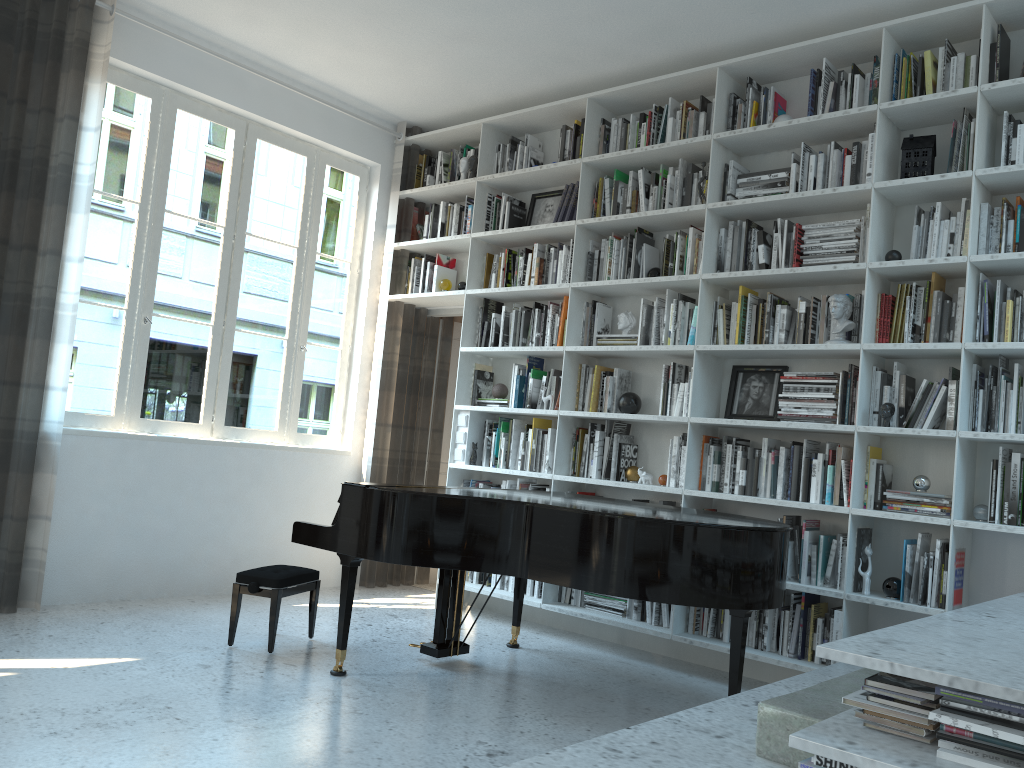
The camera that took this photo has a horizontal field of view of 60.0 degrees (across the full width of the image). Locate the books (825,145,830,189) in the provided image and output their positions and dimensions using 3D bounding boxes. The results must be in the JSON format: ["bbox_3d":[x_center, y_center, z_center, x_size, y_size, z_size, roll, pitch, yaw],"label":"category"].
[{"bbox_3d":[1.587,-1.025,4.367,0.029,0.273,0.140,2,-5,41],"label":"books"}]

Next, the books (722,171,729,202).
[{"bbox_3d":[1.165,-1.003,4.695,0.027,0.201,0.167,2,-5,41],"label":"books"}]

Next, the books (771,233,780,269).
[{"bbox_3d":[1.360,-0.639,4.486,0.024,0.216,0.148,2,-5,41],"label":"books"}]

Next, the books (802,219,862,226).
[{"bbox_3d":[1.583,-0.762,4.318,0.285,0.012,0.159,1,-6,43],"label":"books"}]

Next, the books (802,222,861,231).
[{"bbox_3d":[1.577,-0.751,4.311,0.285,0.012,0.159,2,-5,36],"label":"books"}]

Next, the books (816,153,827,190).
[{"bbox_3d":[1.551,-1.000,4.370,0.028,0.219,0.183,2,-5,41],"label":"books"}]

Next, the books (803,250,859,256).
[{"bbox_3d":[1.569,-0.616,4.308,0.254,0.012,0.161,1,-6,43],"label":"books"}]

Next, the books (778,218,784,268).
[{"bbox_3d":[1.386,-0.675,4.472,0.049,0.291,0.162,2,-5,41],"label":"books"}]

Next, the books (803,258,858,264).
[{"bbox_3d":[1.569,-0.580,4.309,0.254,0.012,0.161,2,-6,41],"label":"books"}]

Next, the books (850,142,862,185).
[{"bbox_3d":[1.672,-1.013,4.254,0.032,0.248,0.173,2,-5,41],"label":"books"}]

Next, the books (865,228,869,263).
[{"bbox_3d":[1.712,-0.620,4.183,0.029,0.198,0.172,2,-5,41],"label":"books"}]

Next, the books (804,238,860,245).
[{"bbox_3d":[1.573,-0.677,4.310,0.254,0.012,0.161,2,-6,38],"label":"books"}]

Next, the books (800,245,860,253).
[{"bbox_3d":[1.573,-0.640,4.311,0.285,0.012,0.159,1,-6,42],"label":"books"}]

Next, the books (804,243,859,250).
[{"bbox_3d":[1.574,-0.652,4.312,0.254,0.012,0.161,1,-6,42],"label":"books"}]

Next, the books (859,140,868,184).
[{"bbox_3d":[1.706,-1.017,4.246,0.029,0.261,0.133,2,-5,41],"label":"books"}]

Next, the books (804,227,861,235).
[{"bbox_3d":[1.579,-0.726,4.315,0.254,0.012,0.161,1,-6,43],"label":"books"}]

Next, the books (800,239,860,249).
[{"bbox_3d":[1.572,-0.665,4.309,0.285,0.012,0.159,1,-6,44],"label":"books"}]

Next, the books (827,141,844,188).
[{"bbox_3d":[1.593,-1.025,4.335,0.023,0.269,0.185,2,-5,41],"label":"books"}]

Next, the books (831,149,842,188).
[{"bbox_3d":[1.603,-1.002,4.311,0.023,0.222,0.191,2,-5,41],"label":"books"}]

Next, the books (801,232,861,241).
[{"bbox_3d":[1.579,-0.700,4.315,0.285,0.012,0.159,2,-6,40],"label":"books"}]

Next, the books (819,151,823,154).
[{"bbox_3d":[1.543,-1.012,4.391,0.012,0.244,0.131,2,-5,41],"label":"books"}]

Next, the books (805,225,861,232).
[{"bbox_3d":[1.583,-0.738,4.319,0.254,0.012,0.161,2,-6,41],"label":"books"}]

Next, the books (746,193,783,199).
[{"bbox_3d":[1.314,-0.940,4.569,0.161,0.012,0.254,10,-6,-44],"label":"books"}]

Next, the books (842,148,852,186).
[{"bbox_3d":[1.636,-1.004,4.290,0.012,0.230,0.158,2,-5,41],"label":"books"}]

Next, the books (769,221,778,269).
[{"bbox_3d":[1.350,-0.673,4.509,0.022,0.285,0.131,2,-5,41],"label":"books"}]

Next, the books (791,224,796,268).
[{"bbox_3d":[1.437,-0.652,4.415,0.015,0.244,0.183,2,-5,41],"label":"books"}]

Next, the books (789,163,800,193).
[{"bbox_3d":[1.446,-0.988,4.452,0.025,0.187,0.193,2,-5,41],"label":"books"}]

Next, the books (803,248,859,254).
[{"bbox_3d":[1.570,-0.629,4.309,0.254,0.012,0.161,2,-6,39],"label":"books"}]

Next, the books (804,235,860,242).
[{"bbox_3d":[1.576,-0.689,4.313,0.254,0.012,0.161,1,-6,43],"label":"books"}]

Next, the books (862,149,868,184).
[{"bbox_3d":[1.716,-0.988,4.215,0.029,0.202,0.191,2,-5,41],"label":"books"}]

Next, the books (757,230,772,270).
[{"bbox_3d":[1.306,-0.651,4.527,0.066,0.236,0.154,2,-5,41],"label":"books"}]

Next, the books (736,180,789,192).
[{"bbox_3d":[1.320,-0.994,4.571,0.159,0.024,0.285,10,-6,-44],"label":"books"}]

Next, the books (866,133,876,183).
[{"bbox_3d":[1.723,-1.011,4.138,0.037,0.237,0.272,2,-5,41],"label":"books"}]

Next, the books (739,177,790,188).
[{"bbox_3d":[1.324,-1.018,4.574,0.254,0.025,0.161,2,-5,37],"label":"books"}]

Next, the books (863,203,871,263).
[{"bbox_3d":[1.703,-0.680,4.202,0.012,0.318,0.140,2,-5,41],"label":"books"}]

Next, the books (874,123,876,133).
[{"bbox_3d":[1.743,-1.052,4.212,0.012,0.334,0.156,2,-5,41],"label":"books"}]

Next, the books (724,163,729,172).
[{"bbox_3d":[1.166,-1.027,4.725,0.012,0.254,0.161,2,-5,41],"label":"books"}]

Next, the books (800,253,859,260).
[{"bbox_3d":[1.566,-0.605,4.305,0.285,0.012,0.159,2,-6,38],"label":"books"}]

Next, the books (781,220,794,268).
[{"bbox_3d":[1.402,-0.665,4.438,0.021,0.269,0.192,2,-5,41],"label":"books"}]

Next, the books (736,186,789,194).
[{"bbox_3d":[1.322,-0.975,4.576,0.285,0.012,0.159,2,-6,39],"label":"books"}]

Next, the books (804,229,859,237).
[{"bbox_3d":[1.574,-0.713,4.309,0.161,0.012,0.254,10,-6,-44],"label":"books"}]

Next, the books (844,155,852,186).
[{"bbox_3d":[1.647,-0.983,4.272,0.029,0.188,0.176,2,-5,41],"label":"books"}]

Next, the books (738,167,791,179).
[{"bbox_3d":[1.335,-1.065,4.584,0.285,0.024,0.159,2,-6,41],"label":"books"}]

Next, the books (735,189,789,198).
[{"bbox_3d":[1.319,-0.964,4.573,0.285,0.012,0.159,2,-6,38],"label":"books"}]

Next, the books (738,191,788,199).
[{"bbox_3d":[1.318,-0.952,4.573,0.254,0.012,0.161,2,-6,38],"label":"books"}]

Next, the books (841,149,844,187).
[{"bbox_3d":[1.632,-1.004,4.302,0.010,0.230,0.152,2,-5,41],"label":"books"}]

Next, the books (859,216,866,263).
[{"bbox_3d":[1.681,-0.650,4.196,0.012,0.254,0.161,2,-5,41],"label":"books"}]

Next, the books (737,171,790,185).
[{"bbox_3d":[1.329,-1.042,4.579,0.285,0.024,0.159,1,-6,43],"label":"books"}]

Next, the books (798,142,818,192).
[{"bbox_3d":[1.475,-1.037,4.419,0.011,0.284,0.190,2,-5,41],"label":"books"}]

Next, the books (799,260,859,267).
[{"bbox_3d":[1.566,-0.568,4.306,0.285,0.012,0.159,1,-6,42],"label":"books"}]

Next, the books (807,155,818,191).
[{"bbox_3d":[1.519,-1.000,4.393,0.027,0.216,0.190,2,-5,41],"label":"books"}]

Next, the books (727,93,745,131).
[{"bbox_3d":[1.202,-1.393,4.721,0.026,0.253,0.185,2,-5,41],"label":"books"}]

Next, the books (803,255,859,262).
[{"bbox_3d":[1.568,-0.592,4.308,0.254,0.012,0.161,2,-6,40],"label":"books"}]

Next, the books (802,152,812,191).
[{"bbox_3d":[1.495,-1.011,4.419,0.021,0.237,0.171,2,-5,41],"label":"books"}]

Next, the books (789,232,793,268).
[{"bbox_3d":[1.427,-0.637,4.433,0.024,0.216,0.132,2,-5,41],"label":"books"}]

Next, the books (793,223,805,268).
[{"bbox_3d":[1.440,-0.654,4.396,0.013,0.246,0.177,2,-5,41],"label":"books"}]

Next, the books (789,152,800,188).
[{"bbox_3d":[1.439,-1.021,4.470,0.012,0.254,0.161,2,-5,41],"label":"books"}]
